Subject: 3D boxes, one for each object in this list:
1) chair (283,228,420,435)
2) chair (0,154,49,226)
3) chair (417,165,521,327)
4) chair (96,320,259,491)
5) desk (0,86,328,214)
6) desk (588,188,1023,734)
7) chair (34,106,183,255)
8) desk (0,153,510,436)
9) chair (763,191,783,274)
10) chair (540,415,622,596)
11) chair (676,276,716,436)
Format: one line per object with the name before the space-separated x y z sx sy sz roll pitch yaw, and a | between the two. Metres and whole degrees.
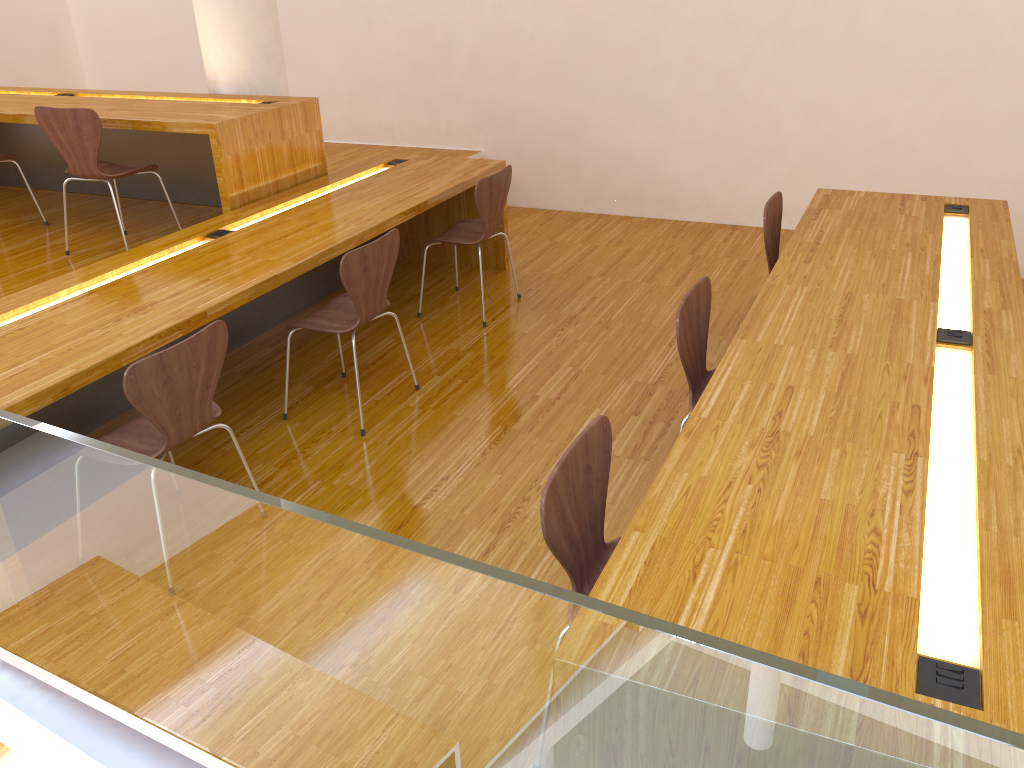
chair | -0.647 -0.233 3.403 0.381 0.693 0.428 10 28 23
chair | -2.768 -1.120 4.545 0.428 0.693 0.381 10 28 23
chair | -0.222 -0.699 4.327 0.381 0.693 0.428 10 28 23
chair | -1.047 0.167 2.613 0.381 0.693 0.428 10 28 23
desk | -2.570 -1.257 4.898 3.185 0.606 0.760 10 28 23
desk | 1.315 0.293 2.639 1.285 0.918 3.236 10 28 23
chair | -1.884 -0.972 4.172 0.428 0.693 0.381 10 28 23
desk | -1.024 -0.330 3.741 0.760 0.606 3.185 10 28 23
chair | 1.191 -0.384 3.570 0.381 0.693 0.428 10 28 23
chair | 0.296 0.471 1.885 0.381 0.693 0.428 10 28 23
chair | 0.696 0.071 2.675 0.381 0.693 0.428 10 28 23
